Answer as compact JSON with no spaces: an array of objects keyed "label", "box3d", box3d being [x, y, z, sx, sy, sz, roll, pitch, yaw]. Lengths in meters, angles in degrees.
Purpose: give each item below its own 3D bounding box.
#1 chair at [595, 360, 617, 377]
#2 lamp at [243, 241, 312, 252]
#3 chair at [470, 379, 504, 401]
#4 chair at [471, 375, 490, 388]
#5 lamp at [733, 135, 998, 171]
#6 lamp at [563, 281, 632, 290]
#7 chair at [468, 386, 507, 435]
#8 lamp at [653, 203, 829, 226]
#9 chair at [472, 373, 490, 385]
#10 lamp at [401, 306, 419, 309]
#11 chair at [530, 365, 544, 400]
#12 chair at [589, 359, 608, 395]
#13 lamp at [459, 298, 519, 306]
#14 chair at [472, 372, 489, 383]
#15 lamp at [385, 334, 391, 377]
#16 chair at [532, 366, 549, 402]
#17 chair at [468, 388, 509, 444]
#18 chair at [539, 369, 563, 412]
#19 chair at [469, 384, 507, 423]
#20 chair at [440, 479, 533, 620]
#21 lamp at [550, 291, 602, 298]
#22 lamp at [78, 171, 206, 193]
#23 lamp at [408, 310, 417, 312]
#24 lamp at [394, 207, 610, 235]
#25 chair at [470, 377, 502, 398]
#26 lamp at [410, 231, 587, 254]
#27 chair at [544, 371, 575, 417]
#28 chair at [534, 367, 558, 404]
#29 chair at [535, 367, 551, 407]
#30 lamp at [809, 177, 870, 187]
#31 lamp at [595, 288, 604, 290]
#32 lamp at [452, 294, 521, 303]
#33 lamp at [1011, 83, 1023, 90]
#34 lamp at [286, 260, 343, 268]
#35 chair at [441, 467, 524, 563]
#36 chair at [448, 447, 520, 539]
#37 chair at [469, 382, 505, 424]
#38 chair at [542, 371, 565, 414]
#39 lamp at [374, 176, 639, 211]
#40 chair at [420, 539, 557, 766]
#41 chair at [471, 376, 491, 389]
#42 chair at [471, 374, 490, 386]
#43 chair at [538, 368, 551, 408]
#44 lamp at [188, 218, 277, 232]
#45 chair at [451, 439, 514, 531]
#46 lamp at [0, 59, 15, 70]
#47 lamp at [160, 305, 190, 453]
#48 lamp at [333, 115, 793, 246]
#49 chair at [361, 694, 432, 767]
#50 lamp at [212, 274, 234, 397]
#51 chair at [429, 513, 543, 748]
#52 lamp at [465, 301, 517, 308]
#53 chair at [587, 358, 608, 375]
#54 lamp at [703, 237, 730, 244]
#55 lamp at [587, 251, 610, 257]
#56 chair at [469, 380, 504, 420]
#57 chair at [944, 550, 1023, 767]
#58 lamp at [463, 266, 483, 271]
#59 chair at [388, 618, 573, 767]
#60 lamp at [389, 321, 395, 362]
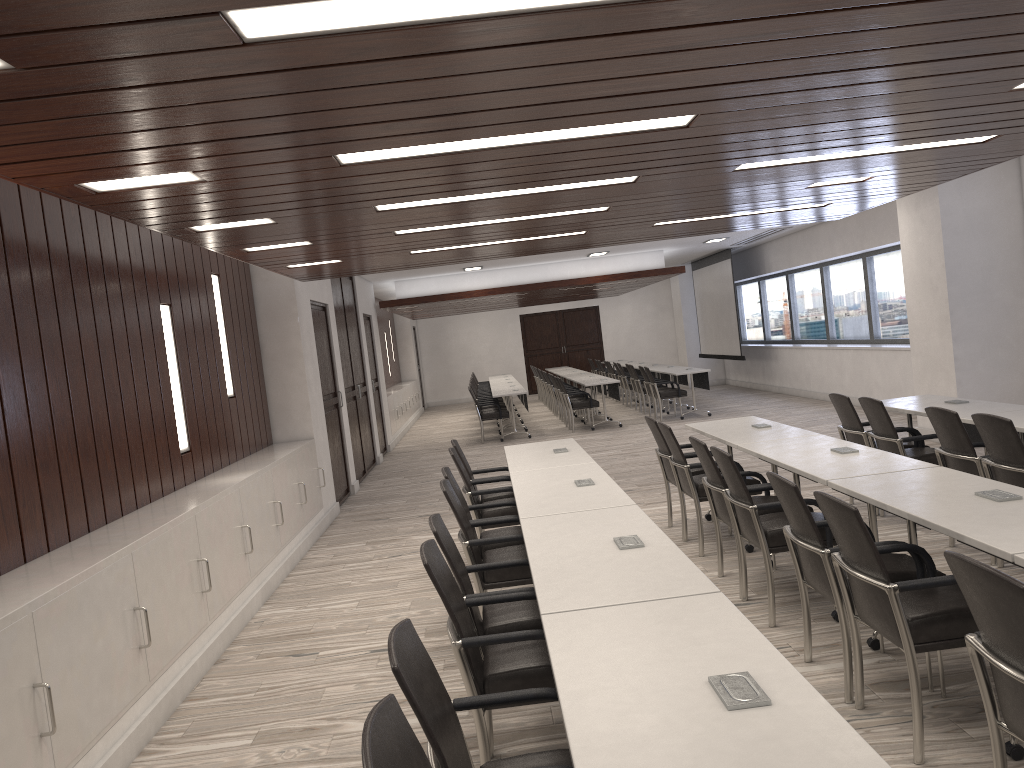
[{"label":"chair","box3d":[2.378,-0.169,21.601,0.638,0.939,0.513,-7,3,-2]},{"label":"lamp","box3d":[-1.605,-0.964,6.058,0.464,0.045,0.236,-7,3,-2]},{"label":"chair","box3d":[-0.502,0.330,18.455,0.638,0.939,0.513,-7,3,-2]},{"label":"chair","box3d":[-0.595,0.215,20.982,0.638,0.939,0.513,-7,3,-2]},{"label":"lamp","box3d":[2.013,-1.345,5.064,1.496,0.045,0.236,-7,3,-2]},{"label":"lamp","box3d":[1.610,-1.873,16.602,1.496,0.045,0.236,-7,3,-2]},{"label":"chair","box3d":[-0.396,0.469,15.427,0.638,0.939,0.513,-7,3,-2]},{"label":"lamp","box3d":[1.928,-1.456,7.480,1.496,0.045,0.236,-7,3,-2]},{"label":"chair","box3d":[-0.640,0.145,22.500,0.638,0.939,0.513,-7,3,-2]},{"label":"lamp","box3d":[-1.969,-1.442,16.497,0.464,0.045,0.236,-7,3,-2]},{"label":"chair","box3d":[0.839,-0.059,23.068,0.638,0.939,0.513,-7,3,-3]},{"label":"chair","box3d":[2.341,-0.214,22.589,0.638,0.939,0.513,-7,3,-1]},{"label":"lamp","box3d":[-0.488,-1.697,18.079,1.496,0.045,0.236,-7,3,-2]},{"label":"chair","box3d":[-0.661,0.121,23.023,0.638,0.939,0.513,-7,3,-1]},{"label":"lamp","box3d":[-2.955,-0.689,20.713,0.094,1.058,0.236,-7,3,-2]},{"label":"chair","box3d":[0.873,-0.038,22.551,0.638,0.939,0.513,-7,3,-1]},{"label":"chair","box3d":[-0.370,0.491,14.906,0.638,0.939,0.513,-7,3,-1]},{"label":"chair","box3d":[0.963,0.103,19.512,0.638,0.939,0.513,-7,3,-2]},{"label":"chair","box3d":[-0.430,0.423,16.428,0.638,0.939,0.513,-7,3,-2]},{"label":"chair","box3d":[-0.019,0.953,4.820,0.638,0.939,0.513,-7,3,-1]},{"label":"lamp","box3d":[1.511,-2.003,19.457,1.496,0.045,0.236,-7,3,-2]},{"label":"lamp","box3d":[-1.521,-0.854,3.642,0.464,0.045,0.236,-7,3,-2]},{"label":"lamp","box3d":[-2.022,-1.512,18.034,0.464,0.045,0.236,-7,3,-2]},{"label":"lamp","box3d":[-0.071,-1.149,6.103,1.496,0.045,0.236,-7,3,-2]},{"label":"chair","box3d":[-0.547,0.285,19.462,0.638,0.939,0.513,-7,3,-1]},{"label":"lamp","box3d":[-0.117,-1.210,7.420,1.496,0.045,0.236,-7,3,-2]},{"label":"chair","box3d":[1.020,0.172,17.990,0.638,0.939,0.513,-7,3,-1]},{"label":"chair","box3d":[0.905,0.008,21.552,0.638,0.939,0.513,-7,3,-1]},{"label":"chair","box3d":[0.915,0.033,21.033,0.638,0.939,0.513,-7,3,-2]},{"label":"lamp","box3d":[2.275,-1.432,6.171,0.421,0.046,0.236,-7,3,-2]},{"label":"lamp","box3d":[1.857,-1.979,18.148,0.421,0.046,0.236,-7,3,-2]},{"label":"lamp","box3d":[-0.435,-1.626,16.542,1.496,0.045,0.236,-7,3,-2]},{"label":"lamp","box3d":[2.359,-1.321,3.755,0.421,0.046,0.236,-7,3,-2]},{"label":"lamp","box3d":[-1.651,-1.025,7.375,0.464,0.045,0.236,-7,3,-2]},{"label":"chair","box3d":[-0.052,0.931,5.339,0.638,0.939,0.513,-7,3,-3]},{"label":"chair","box3d":[-0.081,0.884,6.340,0.638,0.939,0.513,-7,3,-2]},{"label":"chair","box3d":[-0.447,0.398,16.960,0.638,0.939,0.513,-7,3,-1]},{"label":"chair","box3d":[0.999,0.149,18.506,0.638,0.939,0.513,-7,3,-1]},{"label":"lamp","box3d":[-0.032,-1.099,5.004,1.496,0.045,0.236,-7,3,-2]},{"label":"chair","box3d":[0.033,1.022,3.297,0.638,0.939,0.513,-7,3,-1]},{"label":"chair","box3d":[-0.549,0.259,19.986,0.638,0.939,0.513,-7,3,-3]},{"label":"chair","box3d":[-0.614,0.191,21.507,0.638,0.939,0.513,-7,3,-1]},{"label":"chair","box3d":[0.955,0.078,20.035,0.638,0.939,0.513,-7,3,-2]},{"label":"lamp","box3d":[-1.567,-0.914,4.959,0.464,0.045,0.236,-7,3,-2]},{"label":"chair","box3d":[-0.100,0.860,6.868,0.638,0.939,0.513,-7,3,-2]},{"label":"lamp","box3d":[-1.467,-0.784,2.104,0.464,0.045,0.236,-7,3,-2]},{"label":"lamp","box3d":[-2.453,-0.031,6.320,0.094,1.058,0.236,-7,3,-2]},{"label":"lamp","box3d":[2.355,-1.886,9.966,1.469,0.552,14.295,-6,3,21]},{"label":"chair","box3d":[0.079,1.093,1.778,0.638,0.939,0.513,-7,3,-2]},{"label":"lamp","box3d":[-2.537,-0.407,7.622,0.094,1.058,0.236,-7,3,-2]},{"label":"chair","box3d":[0.014,0.998,3.827,0.638,0.939,0.513,-7,3,-3]},{"label":"lamp","box3d":[-0.534,-1.757,19.397,1.496,0.045,0.236,-7,3,-2]},{"label":"chair","box3d":[2.331,-0.239,23.110,0.638,0.939,0.513,-7,3,-1]},{"label":"lamp","box3d":[3.473,-2.502,15.125,0.324,0.120,0.519,-7,3,-2]},{"label":"lamp","box3d":[1.457,-2.259,15.066,0.324,0.120,0.519,-7,3,-2]},{"label":"chair","box3d":[-0.491,0.355,17.937,0.638,0.939,0.513,-7,3,-1]},{"label":"chair","box3d":[1.568,0.887,2.346,0.638,0.939,0.513,-7,3,-2]},{"label":"lamp","box3d":[-0.665,-2.003,15.004,0.324,0.120,0.519,-7,3,-2]},{"label":"chair","box3d":[0.054,1.069,2.312,0.638,0.939,0.513,-7,3,-2]},{"label":"lamp","box3d":[-3.039,-1.065,22.015,0.094,1.058,0.236,-7,3,-2]}]
